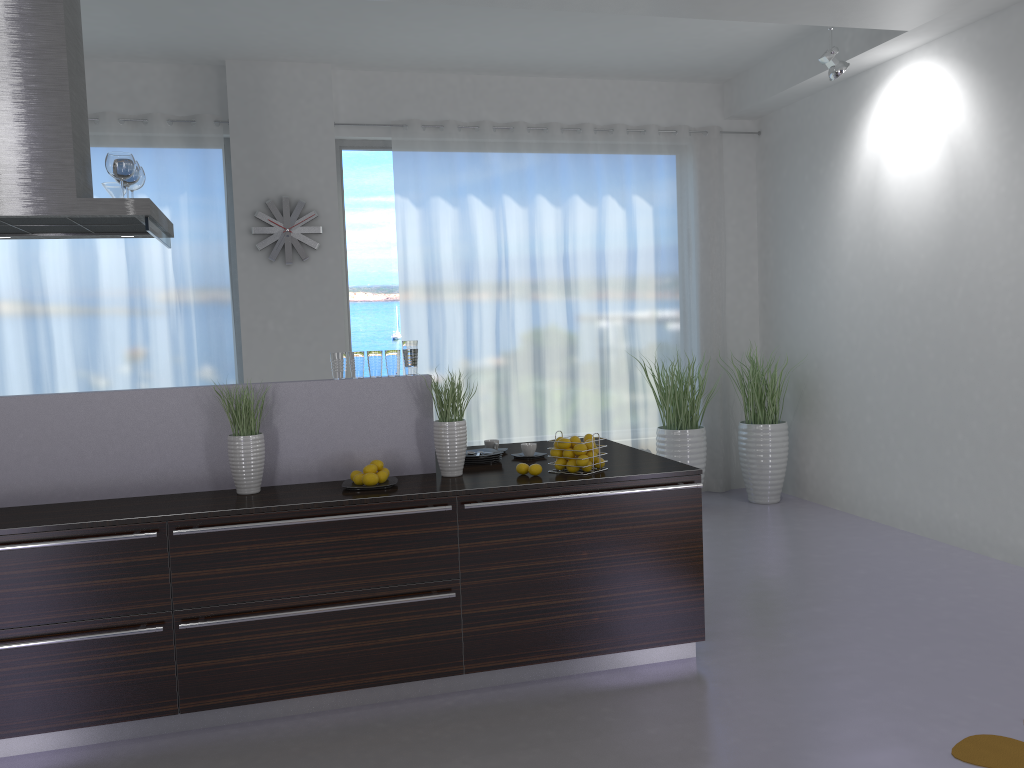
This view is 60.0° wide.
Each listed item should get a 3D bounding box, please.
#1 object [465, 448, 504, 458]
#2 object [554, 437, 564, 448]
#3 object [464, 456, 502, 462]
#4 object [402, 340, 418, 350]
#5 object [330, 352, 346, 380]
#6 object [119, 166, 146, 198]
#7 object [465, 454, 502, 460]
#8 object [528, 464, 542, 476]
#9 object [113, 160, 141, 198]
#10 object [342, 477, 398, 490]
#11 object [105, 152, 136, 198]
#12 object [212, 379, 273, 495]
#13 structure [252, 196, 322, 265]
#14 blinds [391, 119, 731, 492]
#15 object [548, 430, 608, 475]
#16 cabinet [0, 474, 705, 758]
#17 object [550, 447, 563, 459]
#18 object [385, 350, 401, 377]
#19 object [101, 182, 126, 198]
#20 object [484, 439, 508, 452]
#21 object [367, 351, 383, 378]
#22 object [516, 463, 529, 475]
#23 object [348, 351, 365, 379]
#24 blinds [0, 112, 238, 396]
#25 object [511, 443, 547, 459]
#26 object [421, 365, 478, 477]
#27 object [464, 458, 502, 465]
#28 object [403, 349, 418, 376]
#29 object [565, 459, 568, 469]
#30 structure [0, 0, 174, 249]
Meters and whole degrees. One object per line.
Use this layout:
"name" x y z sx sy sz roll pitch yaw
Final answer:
"object" -0.357 0.282 4.350 0.646 0.147 0.269 -2 4 10
"object" 0.214 0.265 3.950 0.052 0.060 0.057 -4 4 -27
"object" -0.168 0.360 4.323 0.232 0.020 0.232 -3 4 -6
"object" -0.461 -0.137 4.028 0.072 0.119 0.071 0 4 25
"object" -0.771 -0.081 3.948 0.071 0.119 0.072 0 5 35
"object" -1.787 -0.910 4.171 0.125 0.221 0.125 -2 4 10
"object" -0.169 0.351 4.322 0.232 0.020 0.232 -3 4 -11
"object" 0.101 0.373 3.856 0.063 0.051 0.053 -3 4 -11
"object" -1.749 -0.902 4.029 0.125 0.221 0.125 -2 4 10
"object" -0.600 0.423 3.749 0.232 0.020 0.232 -3 4 -6
"object" -1.707 -0.894 3.877 0.125 0.221 0.125 -2 4 10
"object" -1.110 0.206 3.666 0.269 0.502 0.247 -3 4 -15
"structure" -1.656 -1.133 6.537 0.505 0.505 0.076 -3 4 -15
"blinds" 0.499 -0.552 7.265 2.830 3.112 0.120 -3 4 -15
"object" 0.291 0.298 3.938 0.207 0.174 0.189 1 5 40
"cabinet" -0.909 0.852 4.083 3.285 0.852 1.377 -3 4 -15
"object" 0.199 0.306 3.929 0.063 0.051 0.053 1 5 44
"object" -0.537 -0.094 4.010 0.072 0.119 0.071 0 4 25
"object" -1.939 -0.894 4.360 0.137 0.174 0.137 1 5 40
"object" -0.106 0.326 4.596 0.153 0.069 0.153 -1 4 19
"object" -0.615 -0.090 3.989 0.072 0.119 0.071 0 4 25
"object" 0.048 0.373 3.892 0.063 0.051 0.053 1 5 44
"object" -0.693 -0.085 3.968 0.072 0.119 0.071 0 4 25
"blinds" -3.620 -0.324 6.175 3.245 3.112 0.120 -3 4 -15
"object" 0.084 0.332 4.400 0.153 0.069 0.153 -5 5 -41
"object" -0.258 0.157 3.917 0.247 0.502 0.269 0 4 28
"object" -0.168 0.370 4.323 0.232 0.020 0.232 -3 4 -6
"object" -0.459 -0.098 4.030 0.072 0.119 0.071 0 4 25
"object" 0.237 0.355 3.974 0.061 0.053 0.053 0 4 28
"structure" -2.132 -1.263 4.006 0.981 1.231 0.915 -3 4 -15
